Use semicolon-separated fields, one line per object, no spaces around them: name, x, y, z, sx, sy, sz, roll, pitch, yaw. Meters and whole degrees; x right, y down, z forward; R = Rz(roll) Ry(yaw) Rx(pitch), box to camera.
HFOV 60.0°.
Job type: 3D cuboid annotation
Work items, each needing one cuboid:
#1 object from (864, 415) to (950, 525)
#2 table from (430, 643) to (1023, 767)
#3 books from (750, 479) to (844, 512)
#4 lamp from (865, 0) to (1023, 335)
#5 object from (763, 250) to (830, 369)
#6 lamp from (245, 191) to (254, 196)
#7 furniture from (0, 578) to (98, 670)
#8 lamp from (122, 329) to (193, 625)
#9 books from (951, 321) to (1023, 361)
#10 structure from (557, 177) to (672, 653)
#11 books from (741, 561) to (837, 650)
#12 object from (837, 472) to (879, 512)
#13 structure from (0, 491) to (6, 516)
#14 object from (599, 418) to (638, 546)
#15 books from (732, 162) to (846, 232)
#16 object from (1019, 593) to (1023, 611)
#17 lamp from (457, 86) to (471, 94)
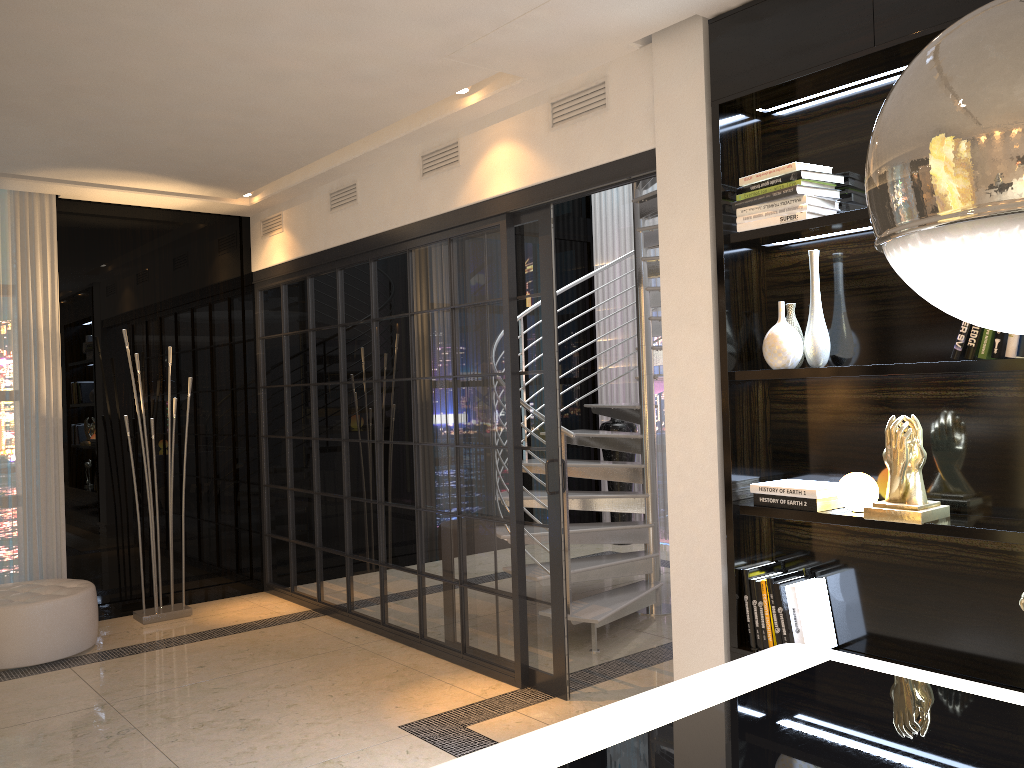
object;1.182;0.249;2.667;0.177;0.311;0.177;-2;0;-39
table;1.105;0.943;0.460;1.293;0.759;3.031;-2;0;-39
books;0.976;0.373;2.985;0.209;0.073;0.266;-2;0;-36
lamp;1.080;-0.690;0.527;0.408;1.226;1.827;-2;0;-39
object;0.935;-0.246;2.969;0.210;0.395;0.180;-2;0;-36
lamp;-1.718;-1.276;5.716;0.107;0.127;0.107;-2;0;32
furniture;-2.668;1.296;4.849;0.735;0.357;0.735;-2;0;23
lamp;-2.212;0.564;5.555;0.418;1.801;0.200;-2;0;-39
books;1.382;-0.196;2.481;0.207;0.256;0.245;-2;0;-40
structure;0.284;-0.684;5.939;1.964;4.134;3.425;-2;0;-39
books;0.944;0.768;3.034;0.210;0.270;0.236;-2;0;-39
object;1.095;0.342;2.809;0.125;0.125;0.125;-2;0;0
structure;-3.215;0.917;4.009;1.282;1.142;1.275;-2;0;7
object;0.929;0.787;7.625;0.327;1.173;0.327;-2;0;23
books;0.932;-0.617;2.993;0.259;0.188;0.302;-2;0;-32
object;1.492;0.724;2.403;0.092;0.310;0.193;-2;0;-15
lamp;-0.228;-1.337;3.875;0.107;0.127;0.107;-2;0;32
